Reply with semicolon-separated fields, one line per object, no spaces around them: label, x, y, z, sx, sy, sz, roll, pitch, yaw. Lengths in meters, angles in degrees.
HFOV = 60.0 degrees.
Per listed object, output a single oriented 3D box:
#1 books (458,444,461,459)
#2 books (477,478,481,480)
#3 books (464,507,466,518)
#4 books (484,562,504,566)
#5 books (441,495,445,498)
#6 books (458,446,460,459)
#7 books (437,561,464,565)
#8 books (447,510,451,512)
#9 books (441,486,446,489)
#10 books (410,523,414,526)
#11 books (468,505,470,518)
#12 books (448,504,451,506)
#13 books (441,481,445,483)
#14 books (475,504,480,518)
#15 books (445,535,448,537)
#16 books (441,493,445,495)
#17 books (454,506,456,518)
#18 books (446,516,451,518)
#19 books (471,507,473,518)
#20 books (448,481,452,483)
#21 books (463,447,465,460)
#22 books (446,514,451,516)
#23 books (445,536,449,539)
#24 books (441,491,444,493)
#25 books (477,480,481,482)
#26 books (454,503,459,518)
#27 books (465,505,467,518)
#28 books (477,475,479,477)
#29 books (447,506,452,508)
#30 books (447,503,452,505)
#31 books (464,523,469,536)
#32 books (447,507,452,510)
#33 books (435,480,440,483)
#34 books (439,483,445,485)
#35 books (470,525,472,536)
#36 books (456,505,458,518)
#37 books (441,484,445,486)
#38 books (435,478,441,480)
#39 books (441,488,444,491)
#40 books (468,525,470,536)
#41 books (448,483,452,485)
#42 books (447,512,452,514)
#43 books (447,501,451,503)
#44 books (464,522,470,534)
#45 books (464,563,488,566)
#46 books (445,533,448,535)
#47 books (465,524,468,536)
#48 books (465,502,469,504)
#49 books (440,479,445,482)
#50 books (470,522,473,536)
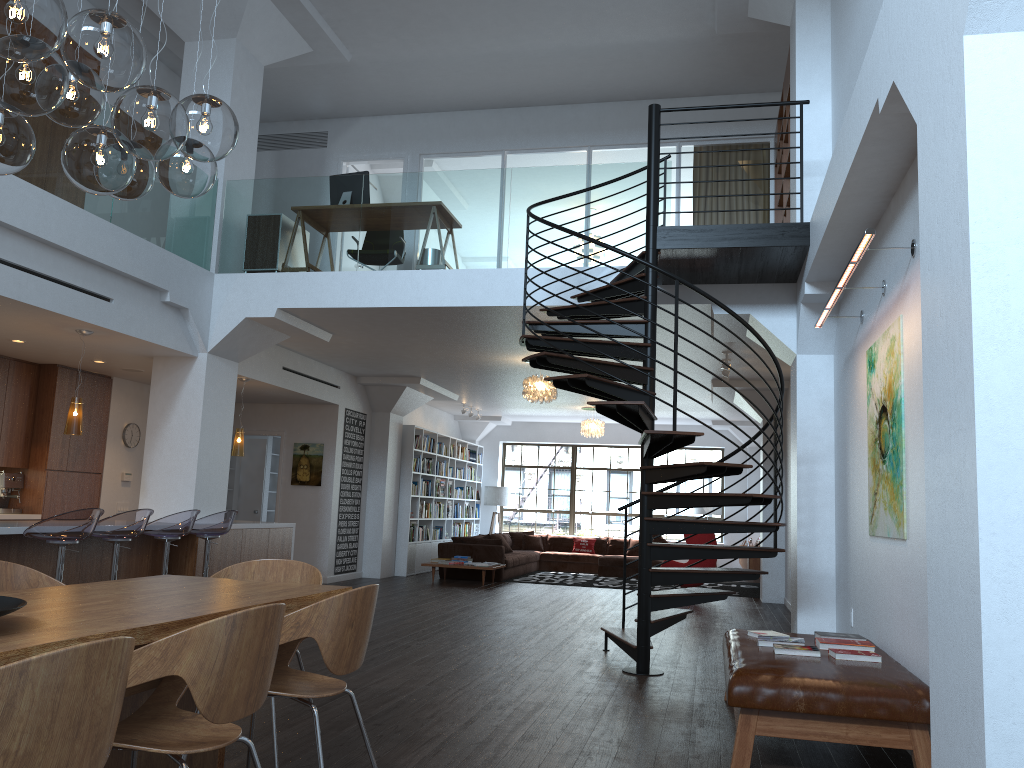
books;-1.084;1.312;17.151;0.176;0.290;0.053;1;-8;13
books;-0.818;1.976;18.458;0.284;0.033;0.197;-2;-9;28
books;-1.002;2.536;17.524;0.161;0.223;0.030;1;-8;13
books;-0.312;2.757;13.617;0.256;0.035;0.350;-4;-10;38
books;-1.334;2.037;16.096;0.171;0.039;0.246;1;-8;13
books;-1.100;1.322;17.068;0.171;0.246;0.057;1;-8;13
books;-0.927;2.704;13.417;0.236;0.035;0.340;-4;-10;37
books;-1.257;2.357;16.509;0.231;0.044;0.168;1;-8;8
books;-1.332;1.874;16.124;0.183;0.042;0.253;1;-8;13
books;-1.698;2.293;14.465;0.174;0.045;0.240;2;-8;2
books;-0.933;2.569;17.850;0.183;0.253;0.042;1;-8;13
books;-1.230;2.253;16.503;0.161;0.026;0.223;2;-8;2
books;-1.323;1.787;16.157;0.144;0.024;0.208;0;-8;18
books;-0.773;2.654;18.533;0.176;0.290;0.053;1;-8;13
books;-1.327;2.799;16.414;0.284;0.033;0.197;3;-8;-2
books;-1.336;1.998;16.100;0.160;0.039;0.251;0;-8;18
books;-1.153;2.423;16.837;0.174;0.243;0.085;1;-8;13
books;-1.272;2.472;16.482;0.246;0.038;0.171;1;-8;13
books;-0.886;2.615;18.064;0.168;0.228;0.139;1;-8;13
books;-1.244;1.817;16.481;0.224;0.030;0.161;-1;-9;23
books;-1.024;1.366;17.381;0.183;0.253;0.034;1;-8;13
books;-1.272;2.435;16.490;0.251;0.037;0.160;0;-8;18
books;-1.328;2.833;16.409;0.284;0.035;0.197;1;-8;13
books;-1.359;1.957;16.107;0.180;0.042;0.259;1;-8;13
books;-0.819;2.010;18.454;0.284;0.035;0.197;-5;-11;42
books;-1.123;2.428;17.027;0.197;0.290;0.136;1;-8;13
books;-0.992;2.527;17.564;0.174;0.251;0.051;1;-8;13
books;-0.816;1.915;18.466;0.204;0.025;0.144;-5;-11;42
books;-1.252;2.282;16.518;0.223;0.032;0.161;1;-8;13
books;-1.236;2.229;16.515;0.208;0.024;0.144;0;-8;18
books;-0.976;2.918;17.741;0.198;0.284;0.066;1;-8;13
books;-1.261;2.315;16.508;0.253;0.040;0.183;1;-8;13
books;-1.399;1.728;15.756;0.174;0.045;0.240;1;-8;12
books;-1.343;1.813;16.166;0.223;0.027;0.161;2;-8;2
books;-0.912;2.974;17.976;0.171;0.246;0.057;1;-8;13
books;-1.130;2.432;16.921;0.182;0.253;0.098;1;-8;13
books;-1.335;1.839;16.136;0.161;0.033;0.223;1;-8;13
books;-1.395;1.688;15.738;0.223;0.027;0.161;-1;-9;22
books;-1.340;1.916;16.123;0.168;0.045;0.231;1;-8;8
books;-0.951;2.946;17.795;0.189;0.247;0.057;1;-8;13
books;-1.247;1.845;16.469;0.223;0.031;0.161;1;-8;13
books;-1.269;2.401;16.520;0.259;0.040;0.180;1;-8;13
books;-1.240;2.196;16.514;0.185;0.041;0.129;-2;-9;27
books;-0.922;2.928;17.844;0.140;0.298;0.044;1;-8;13
books;-0.537;2.705;13.319;0.231;0.040;0.342;8;-10;-37
books;-1.329;2.767;16.422;0.254;0.032;0.174;0;-8;18
books;-0.973;2.925;17.679;0.183;0.253;0.037;1;-8;13
books;-0.995;2.362;17.606;0.224;0.030;0.161;-1;-9;23
books;-1.316;1.753;16.157;0.129;0.043;0.185;-2;-9;27
books;-0.895;2.964;18.059;0.176;0.290;0.053;1;-8;13
